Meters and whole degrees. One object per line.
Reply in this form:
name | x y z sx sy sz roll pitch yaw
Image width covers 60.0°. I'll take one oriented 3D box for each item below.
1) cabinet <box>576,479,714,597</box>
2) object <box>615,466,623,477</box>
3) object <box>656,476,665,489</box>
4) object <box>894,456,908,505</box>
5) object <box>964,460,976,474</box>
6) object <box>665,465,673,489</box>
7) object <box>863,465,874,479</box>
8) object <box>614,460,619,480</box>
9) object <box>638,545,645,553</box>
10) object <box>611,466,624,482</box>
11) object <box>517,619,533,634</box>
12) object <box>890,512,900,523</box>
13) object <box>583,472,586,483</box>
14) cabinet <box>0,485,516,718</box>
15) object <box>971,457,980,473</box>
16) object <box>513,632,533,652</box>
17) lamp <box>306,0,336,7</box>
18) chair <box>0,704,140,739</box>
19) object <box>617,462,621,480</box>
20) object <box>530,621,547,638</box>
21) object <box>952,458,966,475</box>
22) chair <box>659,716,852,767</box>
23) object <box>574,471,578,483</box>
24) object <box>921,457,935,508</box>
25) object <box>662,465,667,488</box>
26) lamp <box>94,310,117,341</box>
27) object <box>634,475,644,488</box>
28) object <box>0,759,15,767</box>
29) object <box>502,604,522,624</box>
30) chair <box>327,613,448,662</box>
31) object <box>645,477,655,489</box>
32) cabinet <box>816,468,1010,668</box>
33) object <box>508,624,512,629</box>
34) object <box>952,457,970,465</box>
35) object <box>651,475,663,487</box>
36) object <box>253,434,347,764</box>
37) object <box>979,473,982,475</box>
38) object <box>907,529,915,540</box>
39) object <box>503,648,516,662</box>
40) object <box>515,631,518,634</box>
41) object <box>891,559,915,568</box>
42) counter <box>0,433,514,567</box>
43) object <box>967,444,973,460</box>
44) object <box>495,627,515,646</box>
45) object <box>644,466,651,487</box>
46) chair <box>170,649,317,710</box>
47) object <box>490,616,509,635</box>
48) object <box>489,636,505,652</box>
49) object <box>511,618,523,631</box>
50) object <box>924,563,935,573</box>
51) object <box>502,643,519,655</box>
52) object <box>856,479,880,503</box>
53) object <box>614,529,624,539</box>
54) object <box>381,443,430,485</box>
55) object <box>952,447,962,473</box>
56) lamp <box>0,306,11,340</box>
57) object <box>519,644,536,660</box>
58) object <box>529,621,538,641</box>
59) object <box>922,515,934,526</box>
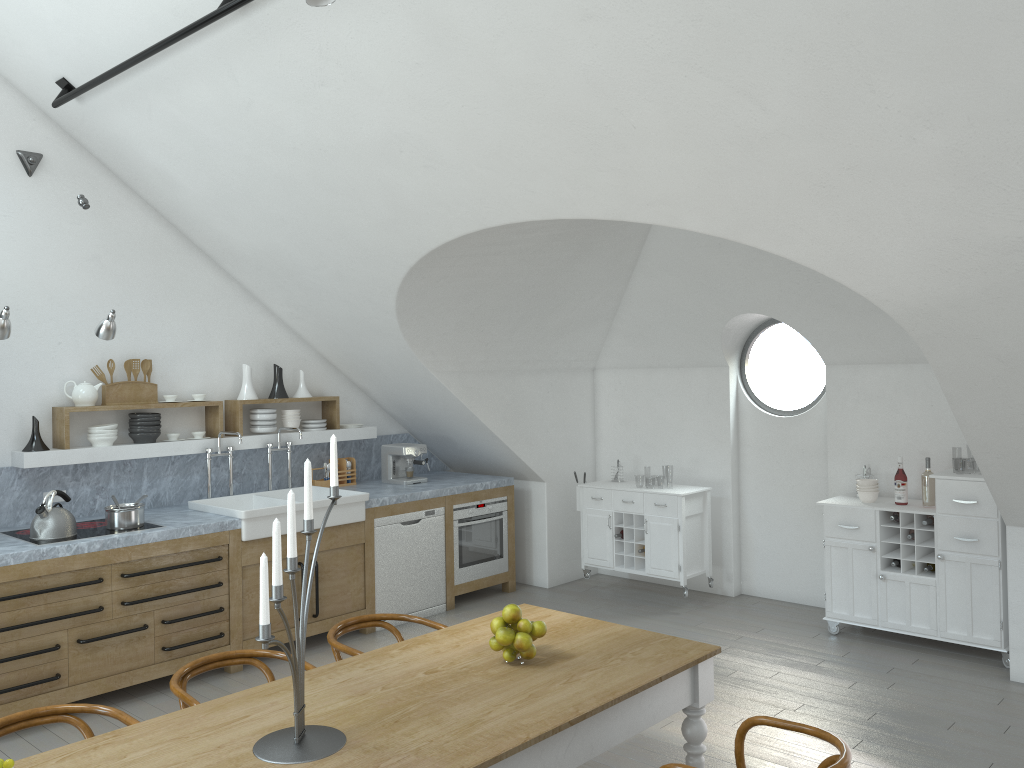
cabinet | 1.059 1.235 7.285 1.134 0.789 0.497 -1 0 42
object | 0.912 0.755 7.624 0.029 0.137 0.097 0 -1 -44
object | 1.195 0.793 7.133 0.071 0.099 0.071 -1 0 -24
object | 2.655 0.659 6.051 0.081 0.330 0.081 -2 -1 38
object | 2.956 0.540 5.740 0.077 0.085 0.077 -1 0 -40
object | 1.266 0.748 7.122 0.063 0.187 0.063 -1 -1 28
object | 2.556 0.695 6.411 0.115 0.209 0.065 -1 -1 45
object | 0.902 0.740 7.630 0.039 0.175 0.054 -2 -1 42
object | 1.116 1.330 7.155 0.082 0.083 0.317 -1 1 42
object | 0.906 0.775 7.619 0.101 0.138 0.067 -1 -1 42
object | 0.045 0.885 3.233 0.053 0.057 0.058 -1 0 -33
object | 2.644 0.892 6.017 0.092 0.094 0.359 -1 1 43
object | 0.616 0.883 7.554 0.029 0.269 0.088 -1 -1 -21
cabinet | -2.480 1.446 5.479 1.003 1.022 6.429 -1 1 42
object | 3.029 0.531 5.778 0.071 0.099 0.071 -1 0 -39
object | 0.039 0.931 3.201 0.071 0.072 0.070 -1 0 7
lamp | -0.732 -1.542 3.386 0.112 0.175 0.114 -1 0 5
chair | -1.461 1.492 2.847 0.621 0.735 0.527 -1 0 39
object | 0.915 0.742 7.598 0.024 0.164 0.039 0 -1 -35
object | 0.097 0.901 3.256 0.063 0.063 0.062 -1 0 5
object | 2.879 0.532 5.700 0.082 0.105 0.081 -1 0 -9
chair | 0.732 1.454 2.741 0.527 0.735 0.621 -1 0 -45
object | 0.576 0.883 7.591 0.088 0.269 0.029 -1 -1 16
object | 2.784 0.657 5.925 0.085 0.331 0.085 -1 -1 1
object | 1.245 0.751 7.182 0.054 0.179 0.054 -1 -1 20
lamp | -2.344 -0.340 5.152 0.169 0.176 0.112 -1 0 35
object | 1.034 0.792 7.185 0.082 0.105 0.082 -1 0 -34
object | -1.283 0.928 1.932 0.393 0.284 0.292 -1 0 7
object | 0.000 0.846 3.264 0.072 0.074 0.072 -1 0 43
chair | -0.518 1.459 3.952 0.621 0.735 0.527 -1 0 39
object | 1.116 0.801 7.159 0.077 0.085 0.077 -1 0 30
cabinet | 2.755 1.156 5.990 1.242 1.154 0.610 -1 0 42
object | -0.031 0.922 3.327 0.062 0.059 0.062 -1 0 -43
object | 2.956 0.535 5.832 0.094 0.093 0.093 -1 0 -15
object | 1.181 0.795 7.224 0.094 0.093 0.093 -1 0 30
object | -0.603 0.610 2.651 0.265 0.875 0.775 -1 0 17
object | 3.013 0.509 5.682 0.046 0.143 0.046 -1 -1 -36
object | 2.724 1.003 5.952 0.085 0.085 0.331 -1 1 42
object | -0.009 0.988 3.232 0.051 0.050 0.049 -1 0 -44
object | 0.025 0.926 3.341 0.051 0.053 0.053 -1 0 34
object | 2.673 1.198 5.995 0.156 0.085 0.331 -1 1 44
counter | -2.462 0.624 5.560 0.961 0.620 6.576 -1 1 42
object | 3.031 0.490 5.848 0.054 0.179 0.054 -2 -1 37
object | -0.024 0.912 3.202 0.071 0.064 0.072 -1 0 36
object | 1.105 0.758 7.224 0.048 0.169 0.048 -1 -1 30
chair | -1.014 1.476 3.425 0.527 0.735 0.621 -1 0 -44
object | -0.047 0.895 3.271 0.066 0.071 0.072 -1 0 12
object | -0.054 0.950 3.247 0.059 0.056 0.059 -1 0 37
object | 0.022 0.893 3.297 0.053 0.051 0.053 -1 0 14
object | 2.797 1.200 5.873 0.081 0.081 0.358 -1 1 40
object | -0.001 0.973 3.299 0.080 0.074 0.078 -1 0 -3
object | 2.479 0.745 6.177 0.158 0.160 0.154 -1 0 -19
object | 0.942 1.229 7.264 0.082 0.085 0.317 -1 1 43
object | -0.837 0.662 7.341 0.386 0.320 0.324 -1 0 42
object | 2.902 0.498 5.779 0.048 0.169 0.048 -1 -1 -15
lamp | -2.737 -0.323 4.728 0.115 0.178 0.164 -1 0 -29
object | 0.057 0.979 3.254 0.064 0.063 0.063 -1 0 -36
object | 0.067 0.923 3.305 0.076 0.076 0.077 -1 0 9
object | 2.791 0.896 5.871 0.087 0.085 0.360 -1 1 42
